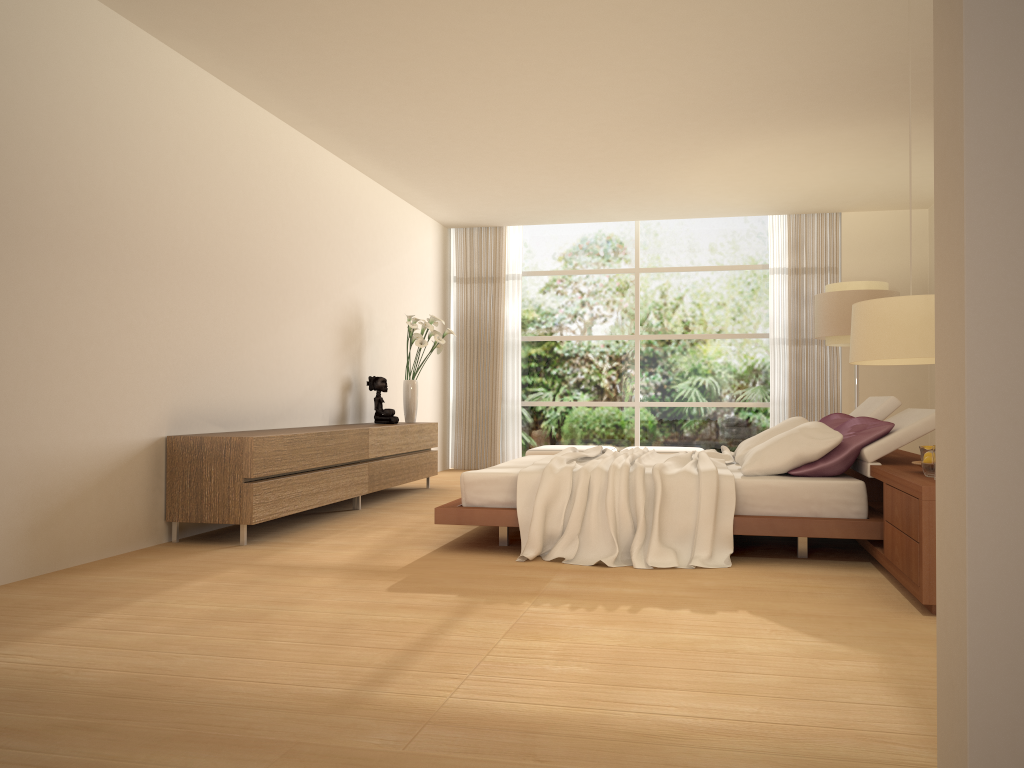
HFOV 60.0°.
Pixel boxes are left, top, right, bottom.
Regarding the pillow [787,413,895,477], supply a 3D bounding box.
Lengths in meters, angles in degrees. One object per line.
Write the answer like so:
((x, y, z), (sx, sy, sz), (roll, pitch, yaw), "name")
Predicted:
((2.019, 0.377, 5.758), (0.575, 0.369, 1.683), (0, -1, 13), "pillow")

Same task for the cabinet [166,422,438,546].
((-1.443, 0.686, 7.225), (0.588, 0.662, 3.713), (0, -1, 13), "cabinet")

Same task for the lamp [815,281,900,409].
((3.339, 0.047, 8.579), (0.817, 2.018, 0.817), (1, -1, -34), "lamp")

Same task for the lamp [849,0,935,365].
((1.491, -1.276, 3.301), (0.451, 2.399, 0.451), (0, -1, 11), "lamp")

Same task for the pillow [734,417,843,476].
((1.754, 0.392, 5.810), (0.561, 0.339, 1.720), (0, -1, 13), "pillow")

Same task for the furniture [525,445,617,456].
((0.710, 0.906, 10.355), (0.965, 0.346, 0.964), (0, -1, 13), "furniture")

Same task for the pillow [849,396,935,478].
((2.342, 0.305, 5.696), (0.461, 0.457, 1.779), (0, -1, 12), "pillow")

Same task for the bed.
((1.002, 0.717, 5.931), (2.535, 0.570, 2.599), (0, -1, 13), "bed")

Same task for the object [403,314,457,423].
((-0.865, -0.160, 8.799), (0.515, 1.085, 0.608), (1, -1, -29), "object")

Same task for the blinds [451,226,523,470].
((-0.335, -0.581, 11.347), (0.950, 3.352, 0.211), (0, -1, 11), "blinds")

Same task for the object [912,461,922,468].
((2.120, 0.409, 4.293), (0.337, 0.053, 0.337), (0, -1, 26), "object")

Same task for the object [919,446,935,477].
((1.945, 0.360, 4.109), (0.110, 0.141, 0.110), (1, -1, -35), "object")

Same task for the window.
((1.579, -0.587, 11.180), (4.781, 3.371, 0.071), (0, -1, 13), "window")

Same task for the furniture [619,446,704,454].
((1.721, 0.906, 10.128), (0.965, 0.346, 0.964), (0, -1, 13), "furniture")

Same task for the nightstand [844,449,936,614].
((2.397, 0.731, 5.673), (0.493, 0.539, 4.220), (0, -1, 13), "nightstand")

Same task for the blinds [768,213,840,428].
((3.442, -0.586, 10.445), (0.814, 3.351, 0.202), (0, -1, 12), "blinds")

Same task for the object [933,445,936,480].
((1.906, 0.351, 3.959), (0.052, 0.154, 0.052), (0, -1, 31), "object")

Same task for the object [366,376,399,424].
((-1.213, 0.149, 8.365), (0.282, 0.453, 0.181), (0, -1, 13), "object")
